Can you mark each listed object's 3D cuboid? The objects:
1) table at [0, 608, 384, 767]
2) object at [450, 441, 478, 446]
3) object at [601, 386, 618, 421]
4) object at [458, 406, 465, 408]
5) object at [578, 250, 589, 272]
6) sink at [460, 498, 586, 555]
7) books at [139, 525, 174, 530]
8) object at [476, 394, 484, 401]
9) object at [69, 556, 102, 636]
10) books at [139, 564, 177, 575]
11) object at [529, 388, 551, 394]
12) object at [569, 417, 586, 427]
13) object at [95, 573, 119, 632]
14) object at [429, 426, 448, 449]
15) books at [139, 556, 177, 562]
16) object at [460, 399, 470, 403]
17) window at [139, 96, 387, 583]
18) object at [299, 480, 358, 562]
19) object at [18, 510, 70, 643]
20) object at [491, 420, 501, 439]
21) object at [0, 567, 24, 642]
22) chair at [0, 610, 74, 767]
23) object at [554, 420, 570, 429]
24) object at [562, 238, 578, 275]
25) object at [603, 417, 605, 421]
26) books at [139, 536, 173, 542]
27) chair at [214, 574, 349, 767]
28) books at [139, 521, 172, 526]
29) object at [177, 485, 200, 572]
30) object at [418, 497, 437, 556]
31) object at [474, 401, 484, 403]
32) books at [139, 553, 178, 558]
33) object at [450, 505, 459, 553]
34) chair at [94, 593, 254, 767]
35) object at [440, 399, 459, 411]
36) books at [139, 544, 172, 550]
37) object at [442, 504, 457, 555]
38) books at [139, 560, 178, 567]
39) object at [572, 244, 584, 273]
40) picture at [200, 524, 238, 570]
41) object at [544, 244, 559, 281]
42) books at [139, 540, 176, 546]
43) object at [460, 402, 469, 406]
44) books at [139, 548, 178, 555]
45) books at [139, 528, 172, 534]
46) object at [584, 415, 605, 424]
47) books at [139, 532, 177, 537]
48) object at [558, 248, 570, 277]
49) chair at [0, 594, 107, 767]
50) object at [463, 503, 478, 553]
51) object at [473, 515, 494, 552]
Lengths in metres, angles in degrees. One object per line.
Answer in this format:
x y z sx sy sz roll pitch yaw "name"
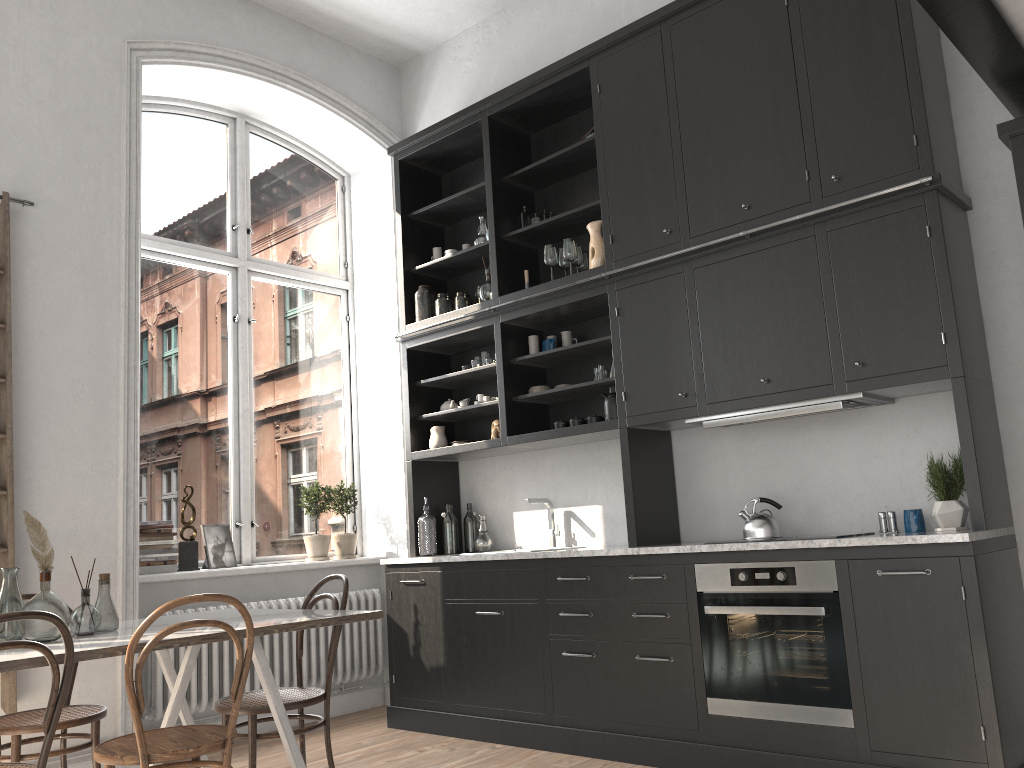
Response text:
-1.623 1.265 2.963 1.101 0.778 2.201 -12 -13 41 "table"
-0.285 0.374 5.396 0.180 0.037 0.180 -8 -11 26 "object"
0.542 0.107 4.603 0.124 0.191 0.129 0 -10 -20 "object"
-0.291 0.145 5.422 0.085 0.017 0.085 -11 -12 36 "object"
0.406 -0.640 5.022 0.083 0.221 0.083 -1 -10 -17 "object"
0.075 0.888 4.908 0.526 0.504 0.514 -12 -13 41 "sink"
-2.002 0.793 4.894 0.155 0.020 0.205 -12 -13 41 "books"
-0.188 0.090 5.322 0.039 0.055 0.049 1 -11 -27 "object"
-1.547 0.765 3.217 0.107 0.283 0.107 -10 -11 36 "object"
-1.990 1.015 4.839 0.193 0.043 0.248 -12 -13 41 "books"
-2.096 0.795 3.192 5.829 1.840 0.793 5 -13 -43 "object"
0.348 0.205 4.709 0.104 0.059 0.088 -7 -10 20 "object"
-1.533 0.820 3.335 0.101 0.211 0.101 -2 -9 -9 "object"
-0.452 0.339 5.456 0.115 0.144 0.127 -7 -10 20 "object"
-1.991 0.960 4.848 0.175 0.023 0.249 -12 -13 41 "books"
-0.293 0.112 5.426 0.055 0.047 0.058 3 -11 -33 "object"
-0.009 -3.584 13.008 26.421 15.913 14.392 -12 -13 41 "window"
-1.195 0.886 5.796 0.234 0.523 0.500 -9 -11 30 "object"
-1.607 0.658 3.054 0.157 0.445 0.157 2 -11 -30 "object"
-0.084 0.267 5.107 0.069 0.123 0.173 -1 -10 -16 "object"
-1.759 0.773 3.102 0.100 0.254 0.098 -7 -10 18 "object"
-1.517 1.103 2.460 0.549 0.919 0.438 -11 -12 37 "chair"
0.270 0.223 4.789 0.104 0.059 0.088 -9 -11 30 "object"
0.316 -0.673 4.799 0.083 0.221 0.083 -3 -9 -2 "object"
0.489 0.207 4.774 0.104 0.059 0.088 -4 -10 5 "object"
-1.997 0.855 4.884 0.155 0.022 0.205 -11 -12 36 "books"
-0.942 1.272 3.661 0.549 0.919 0.438 3 -11 -35 "chair"
-2.014 0.773 4.900 0.159 0.024 0.201 -9 -11 31 "books"
-1.851 0.820 5.065 0.122 0.487 0.102 1 -10 -24 "object"
-0.512 0.854 5.337 0.109 0.349 0.109 -7 -10 22 "object"
-0.184 0.114 5.315 0.085 0.016 0.085 -2 -10 -8 "object"
-1.997 0.945 4.869 0.255 0.014 0.193 6 -14 -44 "books"
-0.377 0.900 5.500 0.086 0.301 0.086 3 -11 -34 "object"
-1.098 1.146 2.868 0.438 0.919 0.550 3 -12 -37 "chair"
-0.390 0.144 5.549 0.125 0.100 0.140 -8 -10 23 "object"
-1.995 0.900 4.877 0.205 0.022 0.155 3 -12 -34 "books"
-0.383 0.880 5.378 0.086 0.301 0.086 -8 -10 27 "object"
-1.989 0.983 4.844 0.175 0.023 0.250 -11 -12 37 "books"
0.360 -0.659 4.895 0.083 0.221 0.083 -11 -12 40 "object"
-1.749 0.959 5.212 0.149 0.264 0.222 -8 -10 25 "picture"
0.218 -0.652 4.883 0.083 0.221 0.083 -1 -10 -17 "object"
-1.998 0.878 4.887 0.158 0.024 0.222 -12 -13 41 "books"
-0.292 0.131 5.423 0.056 0.033 0.058 -6 -10 16 "object"
-2.000 0.924 4.872 0.194 0.028 0.246 -11 -12 36 "books"
-2.010 0.813 4.881 0.231 0.023 0.163 3 -11 -32 "books"
0.437 0.190 4.659 0.104 0.059 0.088 4 -12 -39 "object"
-2.003 0.835 4.884 0.175 0.019 0.244 -12 -13 41 "books"
0.299 -0.646 4.949 0.083 0.221 0.083 -10 -11 33 "object"
-1.881 1.313 3.556 0.438 0.919 0.550 5 -12 -41 "chair"
-0.255 0.889 5.478 0.086 0.301 0.086 -3 -9 -3 "object"
-0.173 0.905 5.373 0.120 0.219 0.132 -12 -12 41 "object"
